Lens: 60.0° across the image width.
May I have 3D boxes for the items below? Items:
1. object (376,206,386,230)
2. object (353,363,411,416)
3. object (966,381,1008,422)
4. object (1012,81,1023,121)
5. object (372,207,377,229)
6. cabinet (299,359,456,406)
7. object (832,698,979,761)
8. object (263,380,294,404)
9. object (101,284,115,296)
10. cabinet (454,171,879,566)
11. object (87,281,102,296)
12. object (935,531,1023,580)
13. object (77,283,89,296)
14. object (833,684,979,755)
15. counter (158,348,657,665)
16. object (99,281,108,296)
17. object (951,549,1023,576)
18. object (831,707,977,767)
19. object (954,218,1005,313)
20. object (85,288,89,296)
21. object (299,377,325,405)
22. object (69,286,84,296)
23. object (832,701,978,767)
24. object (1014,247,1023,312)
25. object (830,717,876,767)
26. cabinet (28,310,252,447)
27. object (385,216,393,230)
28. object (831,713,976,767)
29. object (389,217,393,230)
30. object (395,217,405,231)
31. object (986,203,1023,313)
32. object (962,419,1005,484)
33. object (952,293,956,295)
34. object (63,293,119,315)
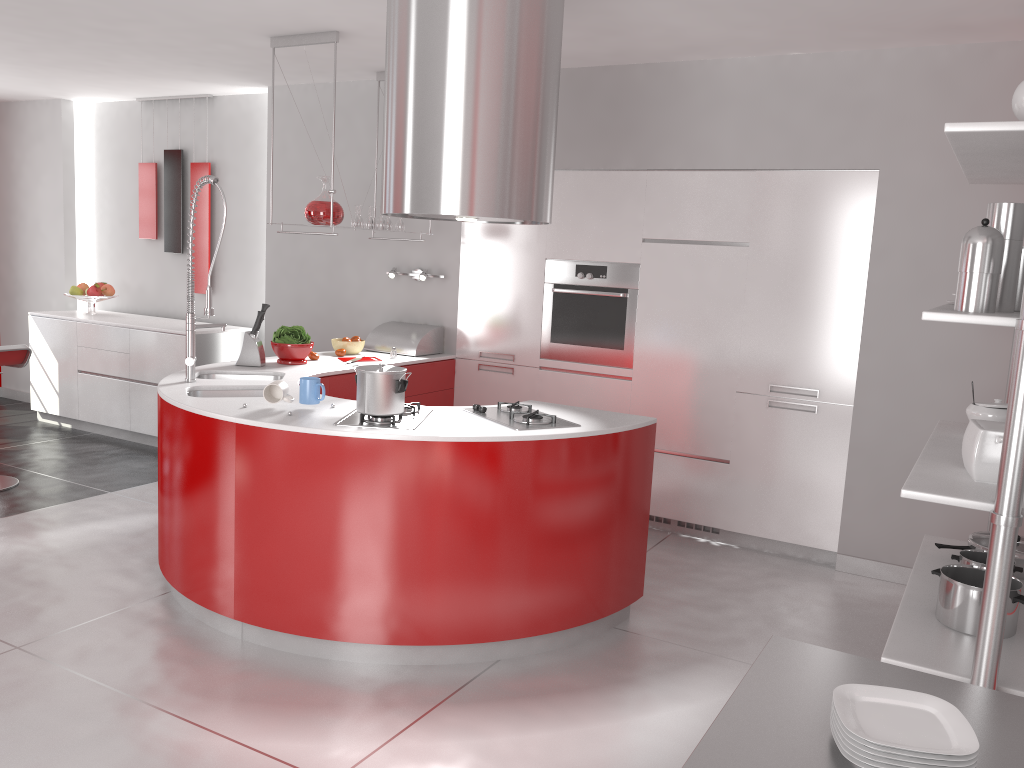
[{"bbox_3d":[-0.776,-0.980,5.254,0.060,0.141,0.060,8,9,29],"label":"object"},{"bbox_3d":[-0.490,0.015,3.320,0.218,0.185,0.189,2,8,-9],"label":"object"},{"bbox_3d":[1.856,0.105,3.415,0.192,0.214,0.192,5,9,15],"label":"object"},{"bbox_3d":[1.561,-0.809,2.475,0.287,0.222,0.287,1,9,-17],"label":"object"},{"bbox_3d":[-0.843,-1.004,5.393,0.060,0.141,0.060,4,8,6],"label":"object"},{"bbox_3d":[-0.627,0.355,4.671,1.025,0.761,1.875,1,9,-16],"label":"cabinet"},{"bbox_3d":[0.692,0.611,1.577,0.228,0.020,0.228,5,8,11],"label":"object"},{"bbox_3d":[-0.920,0.032,3.518,0.109,0.080,0.100,3,8,-1],"label":"object"},{"bbox_3d":[-3.229,-0.750,7.103,0.097,0.101,0.121,4,8,8],"label":"object"},{"bbox_3d":[0.842,-0.207,5.305,2.398,2.026,0.614,8,9,29],"label":"cabinet"},{"bbox_3d":[-3.302,-0.744,6.994,0.117,0.133,0.097,6,9,18],"label":"object"},{"bbox_3d":[1.924,0.652,3.521,0.407,0.130,0.308,9,10,36],"label":"object"},{"bbox_3d":[-3.446,-0.760,7.127,0.096,0.105,0.117,-2,10,-32],"label":"object"},{"bbox_3d":[0.693,0.601,1.576,0.228,0.020,0.228,5,8,11],"label":"object"},{"bbox_3d":[-0.797,0.408,4.462,1.868,0.880,2.865,-1,9,-27],"label":"counter"},{"bbox_3d":[-3.334,-0.774,7.174,0.117,0.129,0.150,1,9,-14],"label":"object"},{"bbox_3d":[1.718,0.689,3.220,0.196,0.122,0.182,1,8,-13],"label":"object"},{"bbox_3d":[0.691,0.631,1.580,0.228,0.020,0.228,5,8,11],"label":"object"},{"bbox_3d":[1.378,-0.349,2.611,0.115,0.274,0.115,6,9,22],"label":"object"},{"bbox_3d":[-3.368,-0.730,7.098,0.086,0.079,0.084,-2,10,-32],"label":"object"},{"bbox_3d":[-0.791,0.027,3.535,0.109,0.100,0.080,3,8,2],"label":"object"},{"bbox_3d":[-3.430,-0.731,6.984,0.100,0.086,0.083,1,8,-11],"label":"object"},{"bbox_3d":[0.692,0.621,1.579,0.228,0.020,0.228,5,8,11],"label":"object"},{"bbox_3d":[1.641,-0.343,2.897,0.172,0.205,0.184,9,10,34],"label":"object"},{"bbox_3d":[0.690,0.651,1.583,0.228,0.020,0.228,5,8,11],"label":"object"},{"bbox_3d":[-2.913,-0.061,6.906,1.802,0.880,0.610,8,9,29],"label":"cabinet"},{"bbox_3d":[-0.749,-0.993,5.350,0.060,0.141,0.060,8,9,29],"label":"object"},{"bbox_3d":[0.690,0.641,1.581,0.228,0.020,0.228,5,8,11],"label":"object"},{"bbox_3d":[-0.760,-1.007,5.440,0.060,0.141,0.060,8,9,29],"label":"object"},{"bbox_3d":[-0.681,-0.998,5.408,0.060,0.141,0.060,8,9,29],"label":"object"},{"bbox_3d":[1.507,-0.388,2.734,0.110,0.329,0.109,7,9,26],"label":"object"},{"bbox_3d":[1.531,0.198,2.730,0.235,0.197,0.282,6,9,19],"label":"object"},{"bbox_3d":[1.715,-0.296,3.185,0.244,0.042,0.244,5,8,13],"label":"object"},{"bbox_3d":[-3.360,-0.636,7.087,0.398,0.159,0.398,1,8,-11],"label":"object"}]
